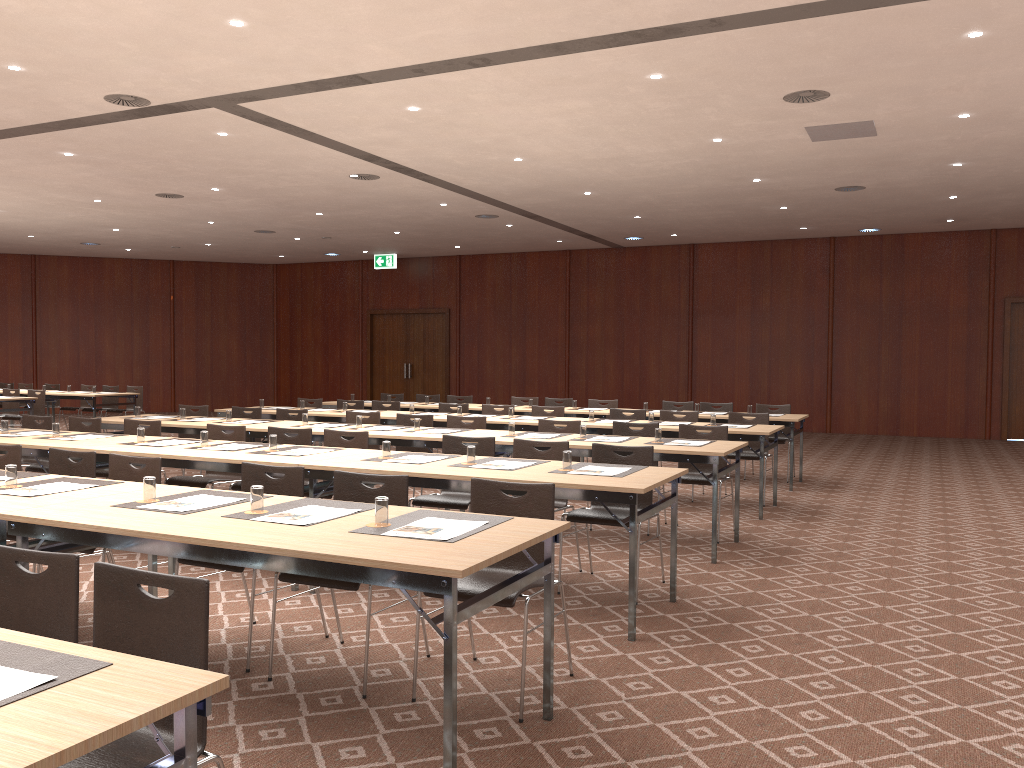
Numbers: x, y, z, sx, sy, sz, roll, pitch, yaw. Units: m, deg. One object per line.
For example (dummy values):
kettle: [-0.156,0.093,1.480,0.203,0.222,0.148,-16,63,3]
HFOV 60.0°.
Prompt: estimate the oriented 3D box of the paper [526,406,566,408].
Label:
paper: [0.460,0.321,12.094,0.460,0.003,0.565,1,2,24]

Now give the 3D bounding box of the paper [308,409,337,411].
paper: [-2.440,0.327,11.155,0.283,0.006,0.398,1,2,28]

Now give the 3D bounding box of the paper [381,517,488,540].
paper: [-0.300,0.574,3.538,0.283,0.006,0.398,1,2,22]

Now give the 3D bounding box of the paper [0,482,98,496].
paper: [-2.363,0.531,4.500,0.283,0.006,0.398,1,2,26]

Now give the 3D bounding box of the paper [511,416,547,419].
paper: [0.192,0.381,9.948,0.283,0.006,0.398,1,2,27]

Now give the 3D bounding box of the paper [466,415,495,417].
paper: [-0.387,0.368,10.234,0.283,0.006,0.398,1,2,23]

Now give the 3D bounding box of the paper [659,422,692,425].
paper: [1.695,0.412,9.257,0.283,0.006,0.398,1,2,22]

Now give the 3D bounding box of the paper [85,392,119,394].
paper: [-7.233,0.160,15.702,0.460,0.003,0.565,1,2,26]

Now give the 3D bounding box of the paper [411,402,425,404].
paper: [-1.622,0.278,13.047,0.460,0.003,0.565,1,2,27]

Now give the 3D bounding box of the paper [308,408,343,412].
paper: [-2.456,0.327,11.281,0.460,0.003,0.565,1,2,23]

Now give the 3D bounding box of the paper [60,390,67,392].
paper: [-8.401,0.135,16.280,0.460,0.003,0.565,1,2,27]

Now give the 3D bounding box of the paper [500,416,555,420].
paper: [0.183,0.383,9.999,0.460,0.003,0.565,1,2,24]

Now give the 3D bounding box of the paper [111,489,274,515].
paper: [-1.493,0.551,4.171,0.460,0.003,0.565,1,2,26]

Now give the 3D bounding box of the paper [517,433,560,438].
paper: [0.224,0.450,7.704,0.283,0.006,0.398,1,2,22]

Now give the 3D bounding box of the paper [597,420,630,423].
paper: [1.078,0.401,9.492,0.283,0.006,0.398,1,2,24]

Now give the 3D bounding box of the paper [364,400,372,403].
paper: [-2.210,0.265,13.348,0.460,0.003,0.565,1,2,26]

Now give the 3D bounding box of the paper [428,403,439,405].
paper: [-0.999,0.289,12.696,0.283,0.006,0.398,1,2,25]

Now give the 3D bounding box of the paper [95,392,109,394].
paper: [-7.198,0.159,15.627,0.283,0.006,0.398,1,2,27]

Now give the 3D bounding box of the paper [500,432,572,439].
paper: [0.225,0.451,7.791,0.460,0.003,0.565,1,2,25]

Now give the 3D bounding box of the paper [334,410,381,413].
paper: [-1.899,0.339,10.980,0.460,0.003,0.565,1,2,26]

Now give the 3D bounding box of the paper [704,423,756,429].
paper: [2.220,0.426,9.053,0.460,0.003,0.565,1,2,25]

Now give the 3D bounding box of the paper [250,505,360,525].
paper: [-0.880,0.562,3.816,0.283,0.006,0.398,1,2,27]

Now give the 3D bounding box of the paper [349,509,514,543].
paper: [-0.315,0.575,3.628,0.460,0.003,0.565,1,2,24]

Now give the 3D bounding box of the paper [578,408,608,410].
paper: [1.074,0.332,11.738,0.283,0.006,0.398,1,2,26]

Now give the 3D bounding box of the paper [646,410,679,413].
paper: [1.903,0.351,11.408,0.460,0.003,0.565,1,2,25]

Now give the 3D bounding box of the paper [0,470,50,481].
paper: [-2.958,0.519,4.896,0.460,0.003,0.565,1,2,22]

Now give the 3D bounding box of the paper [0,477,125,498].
paper: [-2.405,0.532,4.599,0.460,0.003,0.565,1,2,24]

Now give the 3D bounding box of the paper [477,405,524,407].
paper: [-0.152,0.308,12.370,0.460,0.003,0.565,1,2,24]

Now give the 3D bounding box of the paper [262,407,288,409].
paper: [-3.042,0.313,11.482,0.283,0.006,0.398,1,2,25]

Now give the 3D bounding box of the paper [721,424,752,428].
paper: [2.248,0.425,8.957,0.283,0.006,0.398,1,2,26]

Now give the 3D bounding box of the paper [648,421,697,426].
paper: [1.645,0.414,9.302,0.460,0.003,0.565,1,2,24]

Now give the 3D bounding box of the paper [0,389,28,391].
paper: [-9.253,0.117,16.666,0.460,0.003,0.565,1,2,25]

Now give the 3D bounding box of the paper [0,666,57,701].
paper: [-1.169,0.623,1.751,0.283,0.006,0.398,1,2,24]

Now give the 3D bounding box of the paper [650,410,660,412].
paper: [1.926,0.350,11.320,0.283,0.006,0.398,1,2,23]

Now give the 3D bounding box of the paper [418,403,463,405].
paper: [-1.021,0.290,12.786,0.460,0.003,0.565,1,2,23]

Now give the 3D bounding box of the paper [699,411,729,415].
paper: [2.502,0.365,11.106,0.460,0.003,0.565,1,2,25]

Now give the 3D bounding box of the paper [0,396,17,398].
paper: [-8.035,0.209,13.915,0.460,0.003,0.565,1,2,24]

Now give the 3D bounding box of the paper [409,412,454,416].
paper: [-1.012,0.358,10.563,0.460,0.003,0.565,1,2,22]

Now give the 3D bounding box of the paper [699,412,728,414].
paper: [2.505,0.363,11.036,0.283,0.006,0.398,1,2,24]

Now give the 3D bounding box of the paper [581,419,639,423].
paper: [1.065,0.401,9.605,0.460,0.003,0.565,1,2,28]

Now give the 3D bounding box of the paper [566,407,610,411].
paper: [1.042,0.333,11.823,0.460,0.003,0.565,1,2,25]

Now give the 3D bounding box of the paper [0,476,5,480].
paper: [-2.945,0.519,4.781,0.283,0.006,0.398,1,2,24]

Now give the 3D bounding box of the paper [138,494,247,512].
paper: [-1.477,0.549,4.105,0.283,0.006,0.398,1,2,26]

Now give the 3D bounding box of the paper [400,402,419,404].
paper: [-1.582,0.277,12.972,0.283,0.006,0.398,1,2,23]

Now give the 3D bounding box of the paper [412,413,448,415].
paper: [-0.979,0.356,10.495,0.283,0.006,0.398,1,2,28]

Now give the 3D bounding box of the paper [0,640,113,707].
paper: [-1.213,0.625,1.809,0.460,0.003,0.565,1,2,24]

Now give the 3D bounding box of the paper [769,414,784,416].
paper: [3.129,0.375,10.779,0.283,0.006,0.398,1,2,26]

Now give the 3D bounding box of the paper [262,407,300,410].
paper: [-3.061,0.315,11.515,0.460,0.003,0.565,1,2,23]

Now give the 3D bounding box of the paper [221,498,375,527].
paper: [-0.910,0.562,3.929,0.460,0.003,0.565,1,2,26]

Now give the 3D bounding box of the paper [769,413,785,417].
paper: [3.069,0.376,10.854,0.460,0.003,0.565,1,2,27]

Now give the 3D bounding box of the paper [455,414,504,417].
paper: [-0.411,0.370,10.308,0.460,0.003,0.565,1,2,27]

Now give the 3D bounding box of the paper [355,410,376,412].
paper: [-1.863,0.338,10.903,0.283,0.006,0.398,1,2,23]

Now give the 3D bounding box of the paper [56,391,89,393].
paper: [-7.806,0.148,15.978,0.460,0.003,0.565,1,2,26]
